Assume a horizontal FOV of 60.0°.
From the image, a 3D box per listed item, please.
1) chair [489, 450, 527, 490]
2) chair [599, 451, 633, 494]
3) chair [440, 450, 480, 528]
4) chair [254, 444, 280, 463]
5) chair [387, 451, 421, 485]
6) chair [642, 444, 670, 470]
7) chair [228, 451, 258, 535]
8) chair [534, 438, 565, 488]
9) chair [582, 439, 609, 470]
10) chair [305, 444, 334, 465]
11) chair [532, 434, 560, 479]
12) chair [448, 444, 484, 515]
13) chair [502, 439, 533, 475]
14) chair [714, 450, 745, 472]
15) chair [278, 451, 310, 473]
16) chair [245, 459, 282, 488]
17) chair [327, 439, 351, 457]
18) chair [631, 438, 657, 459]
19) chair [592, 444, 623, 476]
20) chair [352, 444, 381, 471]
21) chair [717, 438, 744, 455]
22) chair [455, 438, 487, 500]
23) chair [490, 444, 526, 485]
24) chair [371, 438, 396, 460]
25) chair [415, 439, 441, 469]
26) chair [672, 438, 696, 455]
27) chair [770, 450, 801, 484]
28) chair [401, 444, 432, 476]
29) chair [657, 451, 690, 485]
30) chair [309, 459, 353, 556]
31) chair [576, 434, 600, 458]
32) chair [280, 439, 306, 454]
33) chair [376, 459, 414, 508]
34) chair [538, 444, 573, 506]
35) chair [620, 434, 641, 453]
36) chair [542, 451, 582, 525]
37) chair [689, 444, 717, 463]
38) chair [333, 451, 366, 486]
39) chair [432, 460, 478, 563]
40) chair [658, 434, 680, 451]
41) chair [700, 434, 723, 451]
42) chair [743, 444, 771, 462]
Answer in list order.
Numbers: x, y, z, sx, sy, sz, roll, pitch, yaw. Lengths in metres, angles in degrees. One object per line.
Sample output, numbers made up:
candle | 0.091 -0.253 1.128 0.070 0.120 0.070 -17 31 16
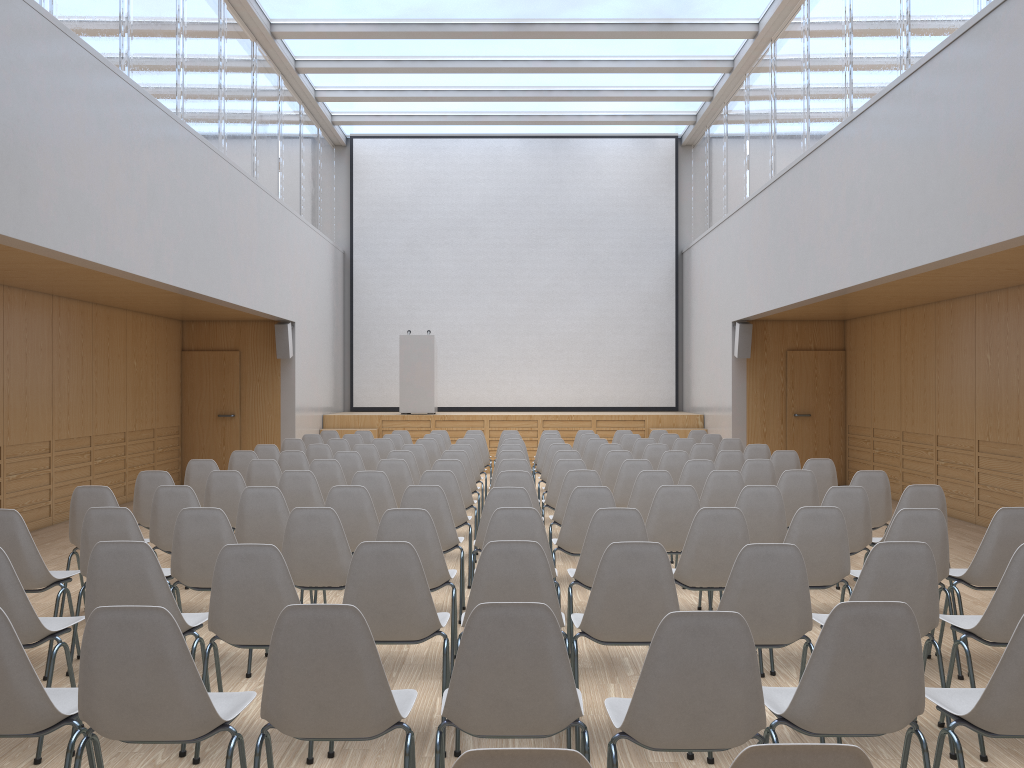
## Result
chair | -0.004 1.078 8.773 0.479 0.876 0.505 0 0 0
chair | 1.028 1.077 8.734 0.479 0.876 0.505 0 0 0
chair | -0.551 1.078 8.783 0.479 0.876 0.505 0 0 0
chair | -2.623 1.082 9.715 0.479 0.876 0.505 0 0 0
chair | -1.067 1.078 8.755 0.479 0.876 0.505 0 0 0
chair | 1.554 1.079 9.734 0.479 0.876 0.505 0 0 0
chair | -2.583 1.080 8.783 0.479 0.876 0.505 0 0 0
chair | 0.500 1.083 10.772 0.479 0.876 0.505 0 0 0
chair | 1.011 1.083 10.714 0.479 0.876 0.505 0 0 0
chair | -2.078 1.082 9.773 0.479 0.876 0.505 0 0 0
chair | 0.505 1.086 11.782 0.479 0.876 0.505 0 0 0
chair | -0.548 1.081 9.735 0.479 0.876 0.505 0 0 0
chair | 0.022 1.083 10.673 0.479 0.876 0.505 0 0 0
chair | 2.102 1.076 8.772 0.479 0.876 0.505 0 0 0
chair | -2.106 1.079 8.755 0.479 0.876 0.505 0 0 0
chair | -2.110 1.076 7.773 0.479 0.876 0.505 0 0 0
chair | -2.061 1.085 10.714 0.479 0.876 0.505 0 0 0
chair | 1.586 1.082 10.754 0.479 0.876 0.505 0 0 0
chair | 1.061 1.080 9.754 0.479 0.876 0.505 0 0 0
chair | -1.578 1.082 9.755 0.479 0.876 0.505 0 0 0
chair | 2.601 1.082 10.754 0.479 0.876 0.505 0 0 0
chair | -0.539 1.084 10.755 0.479 0.876 0.505 0 0 0
chair | -0.008 1.080 9.714 0.479 0.876 0.505 0 0 0
chair | -1.542 1.085 10.783 0.479 0.876 0.505 0 0 0
chair | -1.013 1.084 10.735 0.479 0.876 0.505 0 0 0
chair | 2.059 1.082 10.782 0.479 0.876 0.505 0 0 0
chair | 2.621 1.076 8.754 0.479 0.876 0.505 0 0 0
chair | -1.053 1.081 9.714 0.479 0.876 0.505 0 0 0
chair | 1.563 1.076 8.714 0.479 0.876 0.505 0 0 0
chair | -1.583 1.076 7.755 0.479 0.876 0.505 0 0 0
chair | 1.014 1.086 11.754 0.479 0.876 0.505 0 0 0
chair | -2.601 1.086 10.773 0.479 0.876 0.505 0 0 0
chair | -1.015 1.075 7.783 0.479 0.876 0.505 0 0 0
chair | 0.521 1.080 9.782 0.479 0.876 0.505 0 0 0
chair | 1.546 1.085 11.714 0.479 0.876 0.505 0 0 0
chair | 0.532 1.077 8.754 0.479 0.876 0.505 0 0 0
chair | 2.065 1.079 9.782 0.479 0.876 0.505 0 0 0
chair | -1.566 1.078 8.673 0.479 0.876 0.505 0 0 0
chair | -0.538 1.075 7.714 0.479 0.876 0.505 0 0 0
chair | 2.056 1.085 11.772 0.479 0.876 0.505 0 0 0
chair | 2.594 1.085 11.713 0.479 0.876 0.505 0 0 0
chair | 2.623 1.078 9.713 0.479 0.876 0.505 0 0 0
